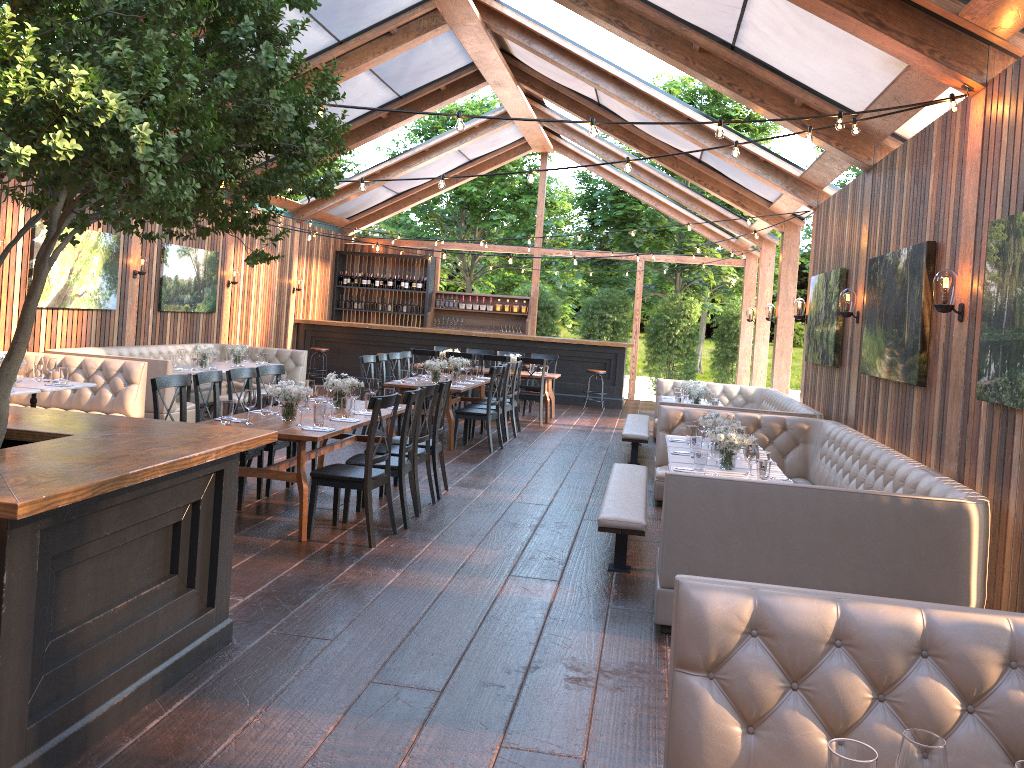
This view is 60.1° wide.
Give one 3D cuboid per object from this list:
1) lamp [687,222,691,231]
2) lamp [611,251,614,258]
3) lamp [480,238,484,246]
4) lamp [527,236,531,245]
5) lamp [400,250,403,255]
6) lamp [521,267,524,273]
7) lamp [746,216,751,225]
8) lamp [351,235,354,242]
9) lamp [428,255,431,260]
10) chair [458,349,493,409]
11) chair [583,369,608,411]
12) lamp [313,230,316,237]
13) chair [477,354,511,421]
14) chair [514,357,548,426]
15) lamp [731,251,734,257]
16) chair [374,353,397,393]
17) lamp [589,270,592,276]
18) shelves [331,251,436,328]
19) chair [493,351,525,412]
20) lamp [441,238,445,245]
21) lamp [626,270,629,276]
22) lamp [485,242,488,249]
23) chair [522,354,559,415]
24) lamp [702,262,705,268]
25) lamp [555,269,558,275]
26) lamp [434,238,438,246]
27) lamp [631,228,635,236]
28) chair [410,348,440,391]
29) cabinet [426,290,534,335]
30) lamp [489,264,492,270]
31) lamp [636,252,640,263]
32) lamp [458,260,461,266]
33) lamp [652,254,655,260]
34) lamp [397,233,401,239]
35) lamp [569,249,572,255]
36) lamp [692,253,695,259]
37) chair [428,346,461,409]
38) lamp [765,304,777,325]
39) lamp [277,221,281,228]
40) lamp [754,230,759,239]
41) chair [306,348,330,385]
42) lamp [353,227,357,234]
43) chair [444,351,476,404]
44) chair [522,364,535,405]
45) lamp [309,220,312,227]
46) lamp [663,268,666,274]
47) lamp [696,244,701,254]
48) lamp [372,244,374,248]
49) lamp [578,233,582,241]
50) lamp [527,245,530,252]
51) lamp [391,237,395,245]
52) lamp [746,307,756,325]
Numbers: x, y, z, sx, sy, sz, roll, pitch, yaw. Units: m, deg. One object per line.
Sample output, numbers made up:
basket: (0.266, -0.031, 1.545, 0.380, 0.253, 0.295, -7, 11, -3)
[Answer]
lamp: (2.305, -2.043, 11.497, 0.056, 0.114, 0.075, 4, 2, 7)
lamp: (1.799, -2.317, 15.851, 0.056, 0.121, 0.056, 5, 1, 25)
lamp: (-0.436, -2.051, 12.814, 0.057, 0.120, 0.056, 4, 1, 3)
lamp: (0.246, -2.026, 12.488, 0.056, 0.121, 0.056, 5, 1, 23)
lamp: (-2.479, -2.949, 19.774, 0.058, 0.119, 0.056, 3, 2, -37)
lamp: (0.224, -2.372, 18.446, 0.059, 0.119, 0.056, 4, 1, -18)
lamp: (2.996, -2.067, 11.187, 0.056, 0.118, 0.064, 4, 1, -18)
lamp: (-2.485, -2.273, 13.825, 0.056, 0.121, 0.056, 5, 2, 43)
lamp: (-1.808, -2.773, 19.440, 0.056, 0.119, 0.062, 4, 1, 15)
chair: (-0.619, -0.075, 15.137, 0.478, 1.019, 0.540, 4, 1, 9)
chair: (1.564, 0.109, 16.617, 0.467, 0.734, 0.469, 4, 2, -4)
lamp: (-3.160, -2.407, 14.167, 0.056, 0.121, 0.056, 5, 1, 25)
chair: (-0.264, 0.051, 13.804, 0.478, 1.019, 0.540, 4, 1, 9)
chair: (0.287, 0.097, 13.717, 0.477, 1.019, 0.540, 4, 1, 4)
lamp: (4.040, -2.387, 16.232, 0.056, 0.117, 0.067, 4, 1, 16)
chair: (-2.479, -0.225, 17.259, 0.467, 0.734, 0.469, 4, 2, -8)
lamp: (1.586, -2.225, 17.787, 0.056, 0.121, 0.056, 3, 1, -29)
shelves: (-2.930, -1.510, 19.935, 2.204, 2.827, 0.502, 4, 1, 9)
chair: (-0.066, -0.030, 15.049, 0.477, 1.019, 0.540, 4, 1, 4)
lamp: (-1.208, -2.488, 15.420, 0.056, 0.120, 0.056, 3, 1, -35)
lamp: (2.274, -2.189, 17.462, 0.056, 0.120, 0.056, 3, 1, -25)
lamp: (-0.448, -2.436, 15.513, 0.056, 0.120, 0.056, 4, 1, 15)
chair: (0.485, 0.016, 14.962, 0.478, 1.019, 0.539, 4, 1, 14)
lamp: (3.635, -2.250, 16.774, 0.056, 0.120, 0.056, 4, 1, 17)
lamp: (0.909, -2.288, 18.127, 0.056, 0.121, 0.056, 4, 1, -23)
lamp: (-1.128, -2.105, 13.152, 0.056, 0.121, 0.056, 4, 1, -23)
lamp: (1.612, -2.027, 11.818, 0.056, 0.114, 0.075, 3, 2, -35)
chair: (-1.368, -0.040, 13.980, 0.478, 1.019, 0.540, 4, 1, 9)
cabinet: (-0.749, -0.961, 19.590, 2.276, 2.092, 0.494, 4, 1, 9)
lamp: (-0.448, -2.483, 18.796, 0.056, 0.121, 0.056, 5, 2, 42)
lamp: (1.491, -1.497, 10.465, 0.056, 0.120, 0.056, 4, 1, 6)
lamp: (-1.134, -2.617, 19.111, 0.056, 0.119, 0.061, 4, 1, 8)
lamp: (2.554, -2.306, 15.973, 0.056, 0.121, 0.056, 4, 1, 2)
lamp: (-1.959, -2.552, 15.319, 0.056, 0.120, 0.056, 3, 1, -31)
lamp: (1.050, -2.348, 15.739, 0.056, 0.121, 0.056, 5, 1, 28)
lamp: (3.307, -2.326, 16.095, 0.056, 0.121, 0.056, 4, 1, -13)
chair: (-1.170, -0.121, 15.225, 0.477, 1.019, 0.540, 4, 1, 4)
lamp: (3.977, -1.076, 13.604, 0.178, 0.320, 0.146, 4, 1, 9)
lamp: (-3.821, -2.610, 14.502, 0.056, 0.118, 0.066, 5, 2, 38)
lamp: (2.961, -1.813, 10.729, 0.069, 0.117, 0.056, 4, 1, 16)
chair: (-3.826, -0.337, 17.473, 0.468, 0.734, 0.468, 4, 2, 16)
lamp: (-2.708, -2.636, 15.221, 0.056, 0.119, 0.059, 3, 2, -38)
chair: (-0.817, 0.005, 13.892, 0.477, 1.019, 0.540, 4, 1, 4)
chair: (0.216, -0.003, 16.831, 0.469, 0.734, 0.467, 5, 2, 33)
lamp: (-3.447, -2.748, 15.142, 0.061, 0.119, 0.056, 5, 1, 25)
lamp: (2.953, -2.190, 17.101, 0.065, 0.118, 0.056, 4, 1, 11)
lamp: (2.236, -1.616, 10.590, 0.056, 0.119, 0.059, 5, 2, 40)
lamp: (-3.147, -3.144, 20.080, 0.056, 0.117, 0.067, 4, 1, -5)
lamp: (0.933, -2.021, 12.172, 0.056, 0.120, 0.056, 4, 1, -15)
lamp: (0.300, -2.391, 15.629, 0.056, 0.121, 0.056, 5, 1, 35)
lamp: (-1.810, -2.180, 13.477, 0.056, 0.119, 0.059, 4, 1, -12)
lamp: (4.409, -1.253, 16.330, 0.178, 0.320, 0.146, 4, 1, 9)
